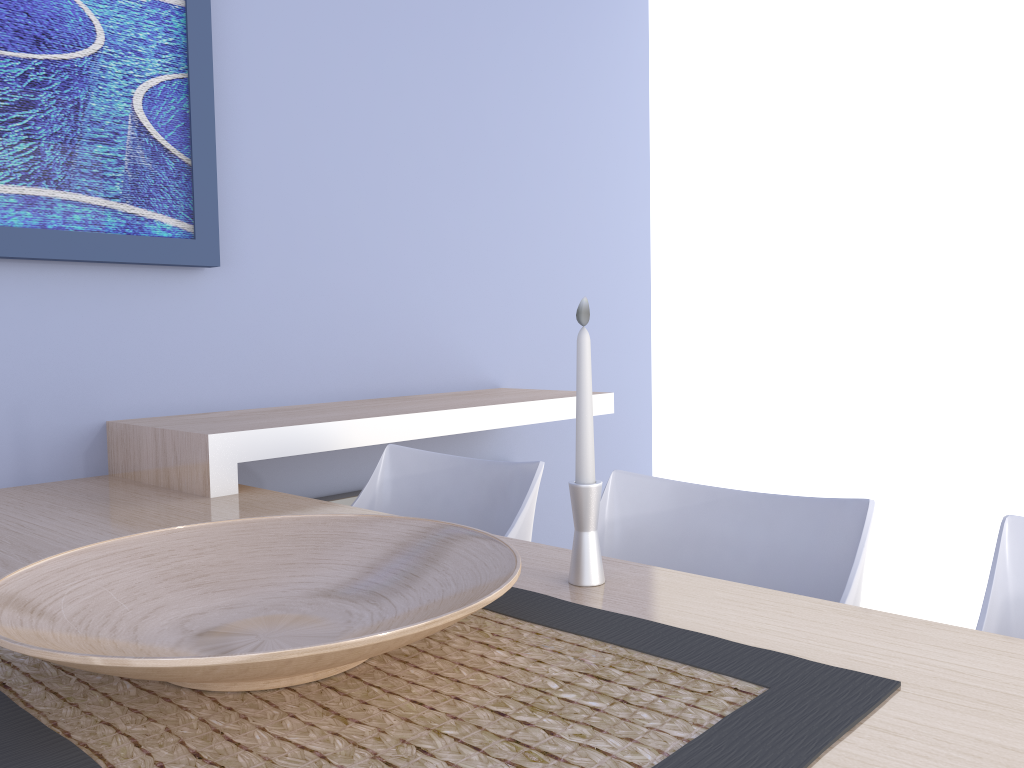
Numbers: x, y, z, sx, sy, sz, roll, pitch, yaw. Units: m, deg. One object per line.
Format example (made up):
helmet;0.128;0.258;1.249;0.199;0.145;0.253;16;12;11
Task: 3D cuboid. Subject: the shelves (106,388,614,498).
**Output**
shelves;-1.185;0.545;1.393;0.463;0.840;3.901;2;5;43

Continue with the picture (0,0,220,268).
picture;-1.148;-0.697;1.651;0.049;0.901;1.252;2;5;43

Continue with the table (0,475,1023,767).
table;-0.310;0.617;0.956;2.340;0.718;1.002;2;5;43

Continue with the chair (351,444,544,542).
chair;-0.210;0.538;1.643;0.510;0.793;0.486;2;5;43

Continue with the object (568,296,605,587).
object;0.088;0.068;1.076;0.045;0.349;0.045;2;5;43

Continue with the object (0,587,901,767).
object;-0.232;0.259;0.869;0.986;0.005;0.594;2;5;42

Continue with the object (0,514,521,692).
object;-0.237;0.217;0.865;0.493;0.081;0.493;-3;4;-29

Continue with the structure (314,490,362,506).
structure;-1.271;0.621;1.569;0.064;0.503;3.843;2;5;43

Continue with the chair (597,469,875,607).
chair;0.221;0.553;1.244;0.510;0.793;0.486;2;5;43

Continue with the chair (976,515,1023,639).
chair;0.657;0.570;0.839;0.510;0.793;0.486;2;5;43
